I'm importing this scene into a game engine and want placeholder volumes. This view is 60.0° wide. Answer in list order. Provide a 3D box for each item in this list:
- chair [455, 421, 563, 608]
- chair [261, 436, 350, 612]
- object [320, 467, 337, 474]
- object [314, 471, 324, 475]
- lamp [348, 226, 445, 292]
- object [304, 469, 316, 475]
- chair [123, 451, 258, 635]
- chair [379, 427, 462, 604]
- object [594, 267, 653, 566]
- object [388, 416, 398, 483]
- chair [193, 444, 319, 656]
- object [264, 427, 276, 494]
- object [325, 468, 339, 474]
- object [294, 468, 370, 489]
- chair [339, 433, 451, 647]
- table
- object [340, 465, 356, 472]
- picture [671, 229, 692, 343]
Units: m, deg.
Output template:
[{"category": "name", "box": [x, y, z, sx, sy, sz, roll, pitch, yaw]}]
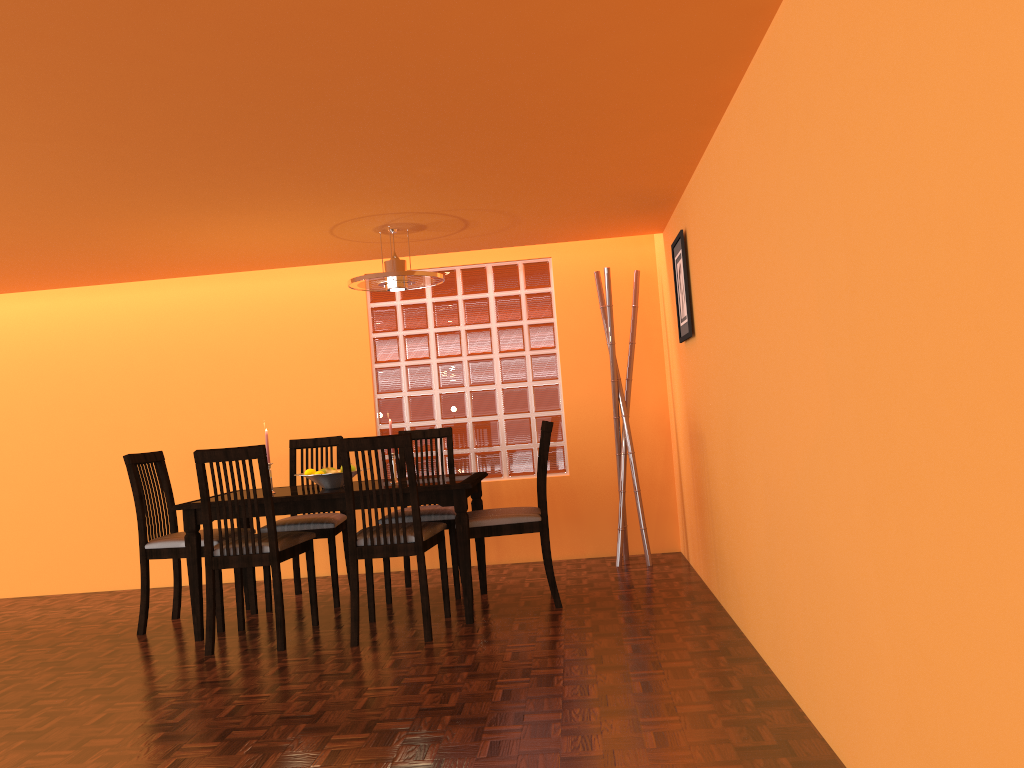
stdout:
[{"category": "chair", "box": [-0.016, 0.583, 3.955, 0.465, 0.809, 0.373, -5, -2, -1]}, {"category": "chair", "box": [-1.004, 0.677, 4.413, 0.373, 0.809, 0.465, -5, -2, 4]}, {"category": "object", "box": [-0.836, 0.419, 4.038, 0.087, 0.076, 0.089, -5, -2, 10]}, {"category": "object", "box": [-0.857, 0.410, 3.944, 0.046, 0.046, 0.055, -3, -2, -33]}, {"category": "lamp", "box": [-0.528, -0.560, 4.002, 0.435, 0.274, 0.435, -5, -2, 26]}, {"category": "object", "box": [-0.901, 0.403, 3.970, 0.055, 0.046, 0.046, -4, -2, -13]}, {"category": "chair", "box": [-1.470, 0.702, 4.058, 0.465, 0.809, 0.373, -5, -2, 9]}, {"category": "chair", "box": [-0.431, 0.630, 4.376, 0.373, 0.809, 0.465, -5, -2, 4]}, {"category": "object", "box": [0.598, 0.172, 4.724, 0.226, 1.589, 0.308, -5, -2, 26]}, {"category": "object", "box": [-0.541, 0.282, 3.994, 0.044, 0.326, 0.044, -4, -2, -8]}, {"category": "chair", "box": [-1.057, 0.655, 3.649, 0.373, 0.809, 0.465, -5, -2, 4]}, {"category": "object", "box": [-1.085, 0.324, 3.945, 0.044, 0.326, 0.044, -4, -2, -8]}, {"category": "object", "box": [-0.795, 0.406, 3.948, 0.066, 0.070, 0.055, -4, -2, -15]}, {"category": "object", "box": [-0.809, 0.431, 4.006, 0.337, 0.072, 0.337, -3, -2, -30]}, {"category": "chair", "box": [-0.483, 0.608, 3.612, 0.373, 0.809, 0.465, -5, -2, 4]}, {"category": "table", "box": [-0.743, 0.754, 3.979, 1.259, 0.584, 0.697, -5, -2, 4]}, {"category": "object", "box": [-0.740, 0.390, 4.005, 0.069, 0.066, 0.069, -5, -2, 14]}, {"category": "picture", "box": [0.748, -0.421, 3.915, 0.014, 0.456, 0.361, -5, -2, 4]}]
